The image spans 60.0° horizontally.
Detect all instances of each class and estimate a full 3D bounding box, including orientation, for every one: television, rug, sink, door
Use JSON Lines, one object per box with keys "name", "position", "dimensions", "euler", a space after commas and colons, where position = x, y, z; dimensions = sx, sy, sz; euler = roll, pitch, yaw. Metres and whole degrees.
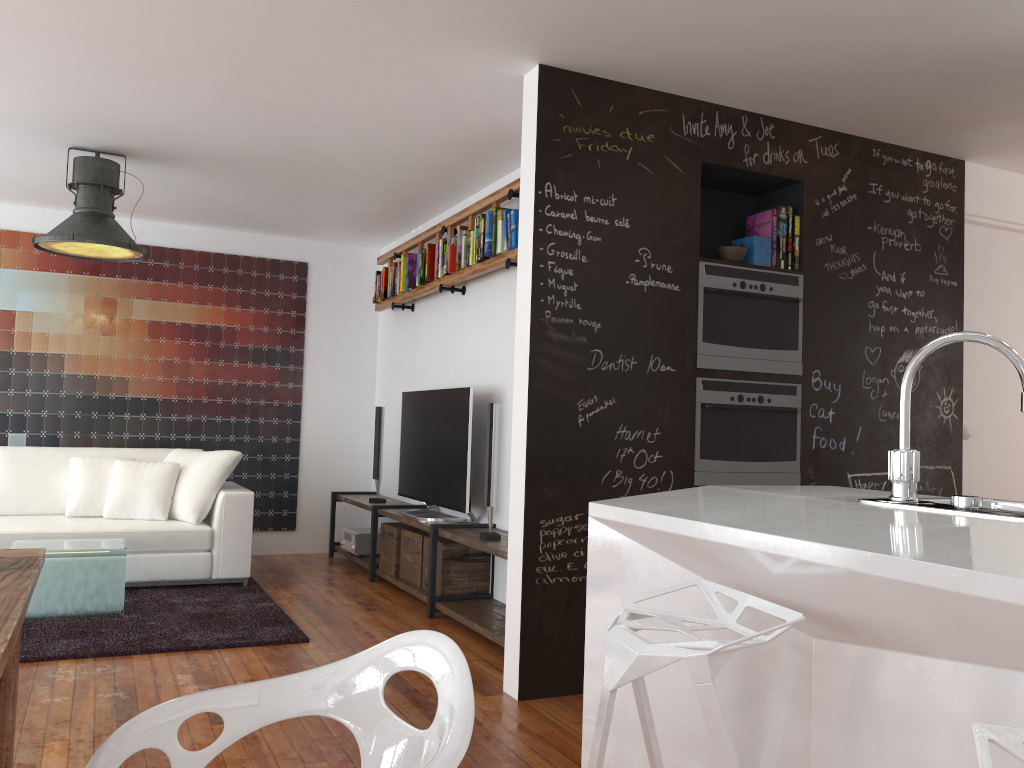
{"name": "television", "position": [-0.480, 0.429, 5.489], "dimensions": [0.298, 0.786, 1.230], "euler": [3, -3, -25]}
{"name": "rug", "position": [-2.810, 1.166, 4.400], "dimensions": [3.193, 0.019, 1.895], "euler": [3, -3, -25]}
{"name": "sink", "position": [1.117, 0.165, 1.957], "dimensions": [0.459, 0.570, 0.492], "euler": [3, -3, -25]}
{"name": "door", "position": [2.627, 0.256, 4.755], "dimensions": [0.823, 2.236, 0.120], "euler": [3, -3, -25]}

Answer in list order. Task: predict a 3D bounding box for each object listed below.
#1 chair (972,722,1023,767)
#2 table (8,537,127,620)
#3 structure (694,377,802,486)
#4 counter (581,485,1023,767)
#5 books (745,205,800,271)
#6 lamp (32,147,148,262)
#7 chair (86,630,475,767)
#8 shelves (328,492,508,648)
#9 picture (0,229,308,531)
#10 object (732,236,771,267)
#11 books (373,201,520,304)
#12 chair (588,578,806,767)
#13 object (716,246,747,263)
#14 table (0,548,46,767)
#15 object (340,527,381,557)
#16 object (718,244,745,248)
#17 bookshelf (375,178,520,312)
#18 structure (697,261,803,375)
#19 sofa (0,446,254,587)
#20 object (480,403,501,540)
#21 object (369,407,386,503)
{"name": "chair", "position": [0.575, 0.720, 0.680], "dimensions": [0.492, 0.765, 0.428], "euler": [1, -3, 20]}
{"name": "table", "position": [-2.367, 1.019, 4.720], "dimensions": [0.551, 0.337, 0.565], "euler": [3, -3, -25]}
{"name": "structure", "position": [1.059, 0.217, 3.904], "dimensions": [0.585, 0.462, 0.052], "euler": [3, -3, -25]}
{"name": "counter", "position": [1.025, 0.707, 1.497], "dimensions": [0.956, 0.903, 2.289], "euler": [3, -3, -25]}
{"name": "books", "position": [1.217, -0.670, 4.178], "dimensions": [0.152, 0.303, 0.230], "euler": [3, -3, -25]}
{"name": "lamp", "position": [-2.299, -1.004, 4.887], "dimensions": [0.572, 0.561, 0.572], "euler": [3, -3, -20]}
{"name": "chair", "position": [-0.332, 0.744, 1.274], "dimensions": [0.505, 0.710, 0.577], "euler": [4, -3, -35]}
{"name": "shelves", "position": [-0.507, 1.053, 5.459], "dimensions": [0.414, 0.506, 3.473], "euler": [3, -3, -25]}
{"name": "picture", "position": [-2.928, 0.021, 6.483], "dimensions": [2.770, 2.136, 0.007], "euler": [3, -3, -25]}
{"name": "object", "position": [1.101, -0.596, 4.077], "dimensions": [0.110, 0.136, 0.136], "euler": [4, -3, -32]}
{"name": "books", "position": [0.448, -1.680, 4.530], "dimensions": [0.733, 1.974, 5.671], "euler": [4, -4, -36]}
{"name": "chair", "position": [0.258, 0.752, 1.527], "dimensions": [0.428, 0.765, 0.492], "euler": [3, -3, -15]}
{"name": "object", "position": [0.986, -0.571, 3.982], "dimensions": [0.132, 0.069, 0.132], "euler": [2, -3, 8]}
{"name": "table", "position": [-1.133, 0.693, 0.979], "dimensions": [0.969, 0.735, 1.910], "euler": [3, -3, -25]}
{"name": "object", "position": [-1.027, 1.163, 6.530], "dimensions": [0.400, 0.170, 0.350], "euler": [3, -3, -26]}
{"name": "object", "position": [0.992, -0.605, 3.976], "dimensions": [0.116, 0.042, 0.077], "euler": [3, -3, -12]}
{"name": "bookshelf", "position": [-0.370, -0.799, 5.609], "dimensions": [0.161, 0.465, 2.983], "euler": [3, -3, -25]}
{"name": "structure", "position": [1.076, -0.285, 3.929], "dimensions": [0.585, 0.462, 0.052], "euler": [3, -3, -25]}
{"name": "sofa", "position": [-3.202, 0.782, 5.289], "dimensions": [3.086, 0.842, 0.987], "euler": [3, -3, -25]}
{"name": "object", "position": [-0.099, 0.441, 4.495], "dimensions": [0.089, 0.687, 0.089], "euler": [3, -3, -15]}
{"name": "object", "position": [-0.952, 0.506, 6.370], "dimensions": [0.089, 0.687, 0.089], "euler": [4, -4, -40]}
